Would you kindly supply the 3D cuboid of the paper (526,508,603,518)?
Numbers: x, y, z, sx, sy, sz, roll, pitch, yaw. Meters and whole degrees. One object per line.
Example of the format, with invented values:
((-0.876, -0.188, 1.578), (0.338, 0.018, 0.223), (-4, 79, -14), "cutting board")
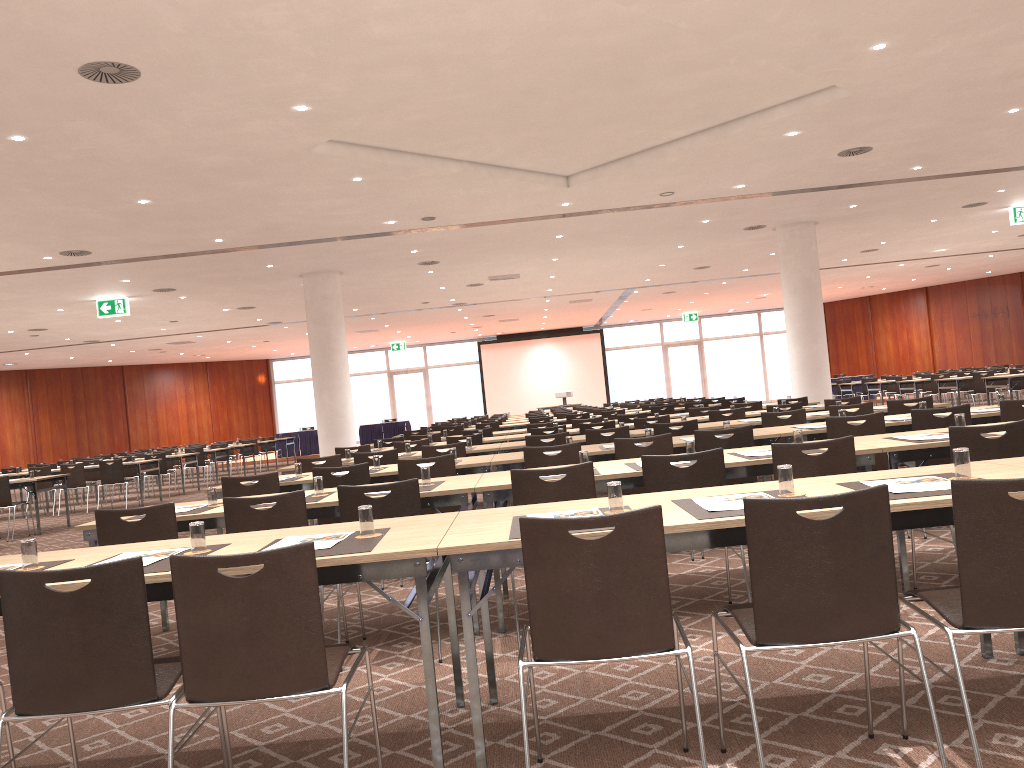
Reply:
((0.200, 0.502, 3.329), (0.283, 0.006, 0.398), (-6, -1, 0), "paper")

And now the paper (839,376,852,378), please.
((11.332, -0.239, 30.118), (0.460, 0.003, 0.565), (-6, -1, 1), "paper")

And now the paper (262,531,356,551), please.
((-0.778, 0.600, 3.362), (0.283, 0.006, 0.398), (-6, -1, 3), "paper")

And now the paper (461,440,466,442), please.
((-0.627, 0.731, 11.352), (0.283, 0.006, 0.398), (-6, -1, 1), "paper")

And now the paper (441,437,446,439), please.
((-1.190, 0.827, 13.305), (0.460, 0.003, 0.565), (-6, -1, 0), "paper")

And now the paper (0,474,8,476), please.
((-9.744, 1.741, 17.010), (0.283, 0.006, 0.398), (-6, -1, 1), "paper")

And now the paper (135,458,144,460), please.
((-8.011, 1.607, 18.927), (0.460, 0.003, 0.565), (-6, -1, 2), "paper")

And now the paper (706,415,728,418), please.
((2.601, 0.409, 11.267), (0.283, 0.006, 0.398), (-6, -1, 2), "paper")

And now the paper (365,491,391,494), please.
((-0.741, 0.633, 5.344), (0.283, 0.006, 0.398), (-6, -1, 2), "paper")

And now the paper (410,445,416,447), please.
((-1.287, 0.797, 11.368), (0.283, 0.006, 0.398), (-6, -1, 1), "paper")

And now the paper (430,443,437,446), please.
((-1.201, 0.791, 11.304), (0.460, 0.003, 0.565), (-6, -1, 0), "paper")

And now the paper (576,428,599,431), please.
((1.048, 0.566, 11.239), (0.460, 0.003, 0.565), (-6, -1, 3), "paper")

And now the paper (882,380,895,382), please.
((9.673, -0.084, 22.572), (0.460, 0.003, 0.565), (-6, -1, -1), "paper")

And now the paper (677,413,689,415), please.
((2.630, 0.443, 13.291), (0.283, 0.006, 0.398), (-6, -1, 1), "paper")

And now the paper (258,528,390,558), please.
((-0.713, 0.596, 3.283), (0.460, 0.003, 0.565), (-6, -1, -1), "paper")

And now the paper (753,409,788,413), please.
((3.329, 0.340, 11.227), (0.460, 0.003, 0.565), (-6, -1, 0), "paper")

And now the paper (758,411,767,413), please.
((3.250, 0.344, 11.274), (0.283, 0.006, 0.398), (-6, -1, 1), "paper")

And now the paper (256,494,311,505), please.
((-1.401, 0.699, 5.383), (0.283, 0.006, 0.398), (-6, -1, 1), "paper")

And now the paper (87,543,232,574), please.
((-1.376, 0.663, 3.306), (0.460, 0.003, 0.565), (-6, -1, 3), "paper")

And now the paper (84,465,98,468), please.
((-8.063, 1.576, 16.952), (0.460, 0.003, 0.565), (-6, -1, -1), "paper")

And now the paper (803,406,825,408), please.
((3.936, 0.278, 11.173), (0.460, 0.003, 0.565), (-6, -1, 2), "paper")

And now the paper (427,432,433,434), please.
((-1.727, 0.944, 16.797), (0.460, 0.003, 0.565), (-6, -1, 1), "paper")

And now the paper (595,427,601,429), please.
((0.998, 0.569, 11.328), (0.283, 0.006, 0.398), (-6, -1, 5), "paper")

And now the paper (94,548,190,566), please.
((-1.436, 0.666, 3.371), (0.283, 0.006, 0.398), (-6, -1, 4), "paper")

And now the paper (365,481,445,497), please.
((-0.667, 0.629, 5.309), (0.460, 0.003, 0.565), (-6, -1, 4), "paper")

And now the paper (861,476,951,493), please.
((1.502, 0.373, 3.308), (0.283, 0.006, 0.398), (-6, -1, 4), "paper")

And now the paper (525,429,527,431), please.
((0.437, 0.664, 13.264), (0.460, 0.003, 0.565), (-6, -1, 5), "paper")

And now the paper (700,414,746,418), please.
((2.665, 0.405, 11.211), (0.460, 0.003, 0.565), (-6, -1, 0), "paper")

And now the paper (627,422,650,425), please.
((1.626, 0.506, 11.300), (0.283, 0.006, 0.398), (-6, -1, 0), "paper")

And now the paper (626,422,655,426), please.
((1.681, 0.504, 11.248), (0.460, 0.003, 0.565), (-6, -1, 0), "paper")

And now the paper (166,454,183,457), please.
((-7.363, 1.543, 18.919), (0.460, 0.003, 0.565), (-6, -1, 4), "paper")

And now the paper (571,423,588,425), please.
((1.031, 0.602, 13.329), (0.283, 0.006, 0.398), (-6, -1, 0), "paper")

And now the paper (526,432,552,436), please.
((0.417, 0.629, 11.252), (0.460, 0.003, 0.565), (-6, -1, -2), "paper")

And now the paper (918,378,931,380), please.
((9.589, -0.114, 20.659), (0.283, 0.006, 0.398), (-6, -1, 0), "paper")

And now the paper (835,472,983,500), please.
((1.518, 0.374, 3.276), (0.460, 0.003, 0.565), (-6, -1, 3), "paper")

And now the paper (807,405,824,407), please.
((3.929, 0.277, 11.264), (0.283, 0.006, 0.398), (-6, -1, 3), "paper")

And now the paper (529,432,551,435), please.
((0.358, 0.633, 11.337), (0.283, 0.006, 0.398), (-6, -1, -1), "paper")

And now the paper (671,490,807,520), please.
((0.862, 0.439, 3.267), (0.460, 0.003, 0.565), (-6, -1, 1), "paper")

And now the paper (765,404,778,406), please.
((3.934, 0.312, 13.247), (0.283, 0.006, 0.398), (-6, -1, -1), "paper")

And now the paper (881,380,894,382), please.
((9.634, -0.082, 22.664), (0.283, 0.006, 0.398), (-6, -1, 0), "paper")

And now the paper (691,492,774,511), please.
((0.843, 0.438, 3.317), (0.283, 0.006, 0.398), (-6, -1, 2), "paper")

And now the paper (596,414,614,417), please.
((1.793, 0.593, 16.727), (0.460, 0.003, 0.565), (-6, -1, 2), "paper")

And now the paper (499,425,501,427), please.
((-0.448, 0.817, 16.786), (0.460, 0.003, 0.565), (-6, -1, 2), "paper")

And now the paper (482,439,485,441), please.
((-0.579, 0.729, 11.279), (0.460, 0.003, 0.565), (-6, -1, -2), "paper")

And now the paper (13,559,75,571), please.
((-2.006, 0.725, 3.299), (0.460, 0.003, 0.565), (-6, -1, 4), "paper")

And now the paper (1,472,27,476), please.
((-9.649, 1.735, 16.984), (0.460, 0.003, 0.565), (-6, -1, 2), "paper")

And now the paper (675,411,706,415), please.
((2.708, 0.438, 13.227), (0.460, 0.003, 0.565), (-6, -1, 2), "paper")

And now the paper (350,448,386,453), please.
((-1.868, 0.858, 11.331), (0.460, 0.003, 0.565), (-6, -1, 0), "paper")

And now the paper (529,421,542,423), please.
((0.473, 0.722, 16.855), (0.283, 0.006, 0.398), (-6, -1, 1), "paper")

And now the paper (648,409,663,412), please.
((2.792, 0.494, 16.735), (0.460, 0.003, 0.565), (-6, -1, 1), "paper")

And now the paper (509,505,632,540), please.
((0.226, 0.502, 3.249), (0.460, 0.003, 0.565), (-6, -1, 1), "paper")

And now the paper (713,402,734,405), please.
((4.063, 0.367, 16.700), (0.460, 0.003, 0.565), (-6, -1, -2), "paper")

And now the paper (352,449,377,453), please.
((-1.893, 0.858, 11.385), (0.283, 0.006, 0.398), (-6, -1, 3), "paper")

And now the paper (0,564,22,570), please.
((-2.073, 0.729, 3.386), (0.283, 0.006, 0.398), (-6, -1, 1), "paper")
